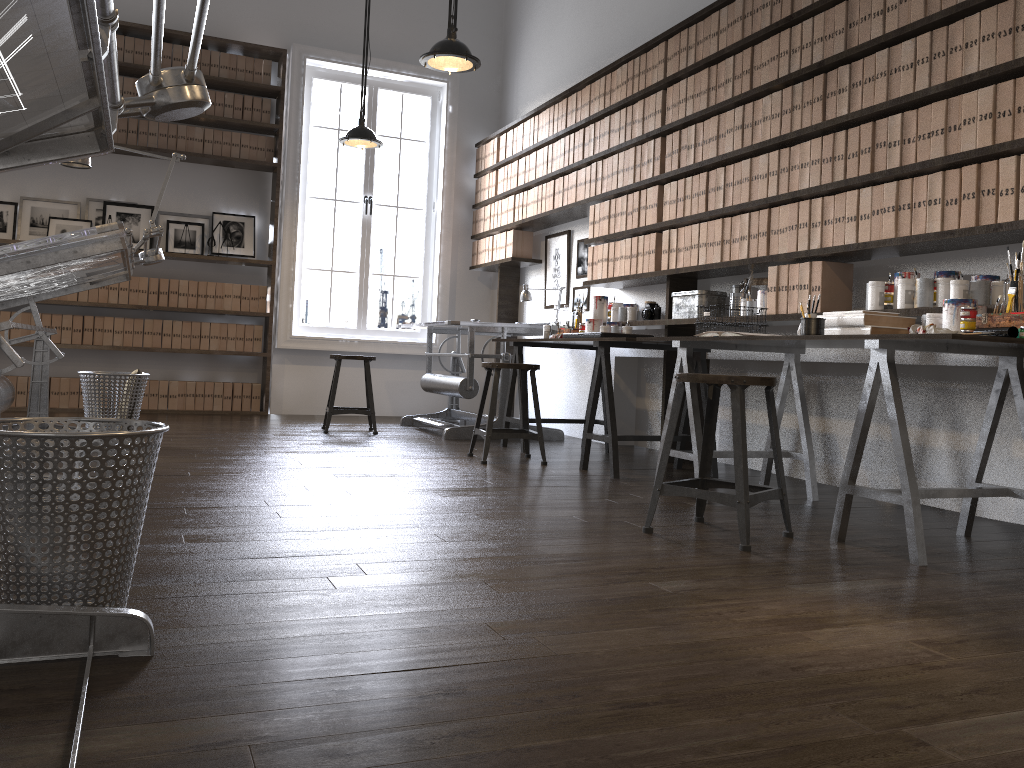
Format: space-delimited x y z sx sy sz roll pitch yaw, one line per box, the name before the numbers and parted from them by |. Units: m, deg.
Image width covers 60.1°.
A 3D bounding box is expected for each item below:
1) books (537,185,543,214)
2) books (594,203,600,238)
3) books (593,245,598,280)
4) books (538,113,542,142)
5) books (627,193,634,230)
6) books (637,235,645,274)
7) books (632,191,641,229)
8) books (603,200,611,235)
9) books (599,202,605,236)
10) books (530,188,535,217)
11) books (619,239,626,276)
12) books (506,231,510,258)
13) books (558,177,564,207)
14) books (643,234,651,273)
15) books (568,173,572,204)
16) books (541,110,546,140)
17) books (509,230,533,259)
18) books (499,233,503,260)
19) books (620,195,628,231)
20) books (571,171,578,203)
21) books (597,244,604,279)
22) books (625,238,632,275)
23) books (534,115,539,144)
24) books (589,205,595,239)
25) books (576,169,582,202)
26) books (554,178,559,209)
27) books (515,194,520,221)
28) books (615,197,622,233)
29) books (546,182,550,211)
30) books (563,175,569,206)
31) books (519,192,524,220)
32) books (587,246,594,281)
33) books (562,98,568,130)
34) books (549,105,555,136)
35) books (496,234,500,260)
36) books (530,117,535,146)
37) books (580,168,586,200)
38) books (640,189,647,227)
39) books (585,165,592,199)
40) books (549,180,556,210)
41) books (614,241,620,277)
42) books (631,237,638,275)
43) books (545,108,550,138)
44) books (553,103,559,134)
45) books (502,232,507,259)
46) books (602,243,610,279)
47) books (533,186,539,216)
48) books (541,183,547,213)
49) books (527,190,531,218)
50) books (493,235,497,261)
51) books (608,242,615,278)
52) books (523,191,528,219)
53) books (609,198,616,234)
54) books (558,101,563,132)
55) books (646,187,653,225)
books | 0.283 -1.354 6.572 0.174 0.226 0.067 3 -1 -23
books | 0.626 -1.046 5.729 0.174 0.226 0.067 3 -1 -23
books | 0.616 -0.775 5.722 0.174 0.226 0.067 3 -1 -23
books | 0.290 -1.909 6.649 0.174 0.226 0.067 3 -1 -23
books | 0.788 -1.028 5.353 0.174 0.226 0.067 3 -1 -23
books | 0.830 -0.752 5.212 0.174 0.226 0.067 3 -1 -23
books | 0.812 -1.025 5.282 0.174 0.226 0.067 3 -1 -23
books | 0.674 -1.040 5.609 0.174 0.226 0.067 3 -1 -23
books | 0.652 -1.043 5.672 0.174 0.226 0.067 3 -1 -23
books | 0.231 -1.360 6.707 0.174 0.226 0.067 3 -1 -23
books | 0.748 -0.760 5.403 0.174 0.226 0.067 3 -1 -23
books | 0.047 -1.109 7.118 0.174 0.226 0.067 3 -1 -23
books | 0.421 -1.339 6.251 0.174 0.226 0.067 3 -1 -23
books | 0.858 -0.749 5.152 0.174 0.226 0.067 3 -1 -23
books | 0.479 -1.333 6.122 0.174 0.226 0.067 3 -1 -23
books | 0.313 -1.906 6.584 0.174 0.226 0.067 3 -1 -23
books | 0.072 -1.106 7.053 0.174 0.226 0.067 3 -1 -23
books | -0.008 -1.115 7.243 0.174 0.226 0.067 3 -1 -23
books | 0.756 -1.031 5.417 0.174 0.226 0.067 3 -1 -23
books | 0.500 -1.331 6.058 0.174 0.226 0.067 3 -1 -23
books | 0.639 -0.772 5.663 0.174 0.226 0.067 3 -1 -23
books | 0.773 -0.757 5.335 0.174 0.226 0.067 3 -1 -23
books | 0.261 -1.912 6.713 0.174 0.226 0.067 3 -1 -23
books | 0.597 -1.049 5.795 0.174 0.226 0.067 3 -1 -23
books | 0.530 -1.328 5.998 0.174 0.226 0.067 3 -1 -23
books | 0.397 -1.342 6.319 0.174 0.226 0.067 3 -1 -23
books | 0.118 -1.372 6.976 0.174 0.226 0.067 3 -1 -23
books | 0.733 -1.034 5.483 0.174 0.226 0.067 3 -1 -23
books | 0.340 -1.348 6.456 0.174 0.226 0.067 3 -1 -23
books | 0.452 -1.336 6.187 0.174 0.226 0.067 3 -1 -23
books | 0.148 -1.369 6.900 0.174 0.226 0.067 3 -1 -23
books | 0.586 -0.778 5.782 0.174 0.226 0.067 3 -1 -23
books | 0.446 -1.892 6.262 0.174 0.226 0.067 3 -1 -23
books | 0.366 -1.900 6.449 0.174 0.226 0.067 3 -1 -23
books | -0.034 -1.117 7.300 0.174 0.226 0.067 3 -1 -23
books | 0.230 -1.915 6.776 0.174 0.226 0.067 3 -1 -23
books | 0.553 -1.325 5.939 0.174 0.226 0.067 3 -1 -23
books | 0.846 -1.022 5.215 0.174 0.226 0.067 3 -1 -23
books | 0.579 -1.322 5.872 0.174 0.226 0.067 3 -1 -23
books | 0.363 -1.346 6.385 0.174 0.226 0.067 3 -1 -23
books | 0.725 -0.763 5.469 0.174 0.226 0.067 3 -1 -23
books | 0.801 -0.754 5.268 0.174 0.226 0.067 3 -1 -23
books | 0.338 -1.903 6.515 0.174 0.226 0.067 3 -1 -23
books | 0.394 -1.897 6.392 0.174 0.226 0.067 3 -1 -23
books | 0.014 -1.112 7.180 0.174 0.226 0.067 3 -1 -23
books | 0.665 -0.769 5.596 0.174 0.226 0.067 3 -1 -23
books | 0.256 -1.357 6.639 0.174 0.226 0.067 3 -1 -23
books | 0.312 -1.351 6.515 0.174 0.226 0.067 3 -1 -23
books | 0.207 -1.363 6.773 0.174 0.226 0.067 3 -1 -23
books | -0.064 -1.121 7.367 0.174 0.226 0.067 3 -1 -23
books | 0.696 -0.766 5.532 0.174 0.226 0.067 3 -1 -23
books | 0.178 -1.366 6.836 0.174 0.226 0.067 3 -1 -23
books | 0.705 -1.037 5.549 0.174 0.226 0.067 3 -1 -23
books | 0.422 -1.894 6.333 0.174 0.226 0.067 3 -1 -23
books | 0.873 -1.019 5.144 0.174 0.226 0.067 3 -1 -23
